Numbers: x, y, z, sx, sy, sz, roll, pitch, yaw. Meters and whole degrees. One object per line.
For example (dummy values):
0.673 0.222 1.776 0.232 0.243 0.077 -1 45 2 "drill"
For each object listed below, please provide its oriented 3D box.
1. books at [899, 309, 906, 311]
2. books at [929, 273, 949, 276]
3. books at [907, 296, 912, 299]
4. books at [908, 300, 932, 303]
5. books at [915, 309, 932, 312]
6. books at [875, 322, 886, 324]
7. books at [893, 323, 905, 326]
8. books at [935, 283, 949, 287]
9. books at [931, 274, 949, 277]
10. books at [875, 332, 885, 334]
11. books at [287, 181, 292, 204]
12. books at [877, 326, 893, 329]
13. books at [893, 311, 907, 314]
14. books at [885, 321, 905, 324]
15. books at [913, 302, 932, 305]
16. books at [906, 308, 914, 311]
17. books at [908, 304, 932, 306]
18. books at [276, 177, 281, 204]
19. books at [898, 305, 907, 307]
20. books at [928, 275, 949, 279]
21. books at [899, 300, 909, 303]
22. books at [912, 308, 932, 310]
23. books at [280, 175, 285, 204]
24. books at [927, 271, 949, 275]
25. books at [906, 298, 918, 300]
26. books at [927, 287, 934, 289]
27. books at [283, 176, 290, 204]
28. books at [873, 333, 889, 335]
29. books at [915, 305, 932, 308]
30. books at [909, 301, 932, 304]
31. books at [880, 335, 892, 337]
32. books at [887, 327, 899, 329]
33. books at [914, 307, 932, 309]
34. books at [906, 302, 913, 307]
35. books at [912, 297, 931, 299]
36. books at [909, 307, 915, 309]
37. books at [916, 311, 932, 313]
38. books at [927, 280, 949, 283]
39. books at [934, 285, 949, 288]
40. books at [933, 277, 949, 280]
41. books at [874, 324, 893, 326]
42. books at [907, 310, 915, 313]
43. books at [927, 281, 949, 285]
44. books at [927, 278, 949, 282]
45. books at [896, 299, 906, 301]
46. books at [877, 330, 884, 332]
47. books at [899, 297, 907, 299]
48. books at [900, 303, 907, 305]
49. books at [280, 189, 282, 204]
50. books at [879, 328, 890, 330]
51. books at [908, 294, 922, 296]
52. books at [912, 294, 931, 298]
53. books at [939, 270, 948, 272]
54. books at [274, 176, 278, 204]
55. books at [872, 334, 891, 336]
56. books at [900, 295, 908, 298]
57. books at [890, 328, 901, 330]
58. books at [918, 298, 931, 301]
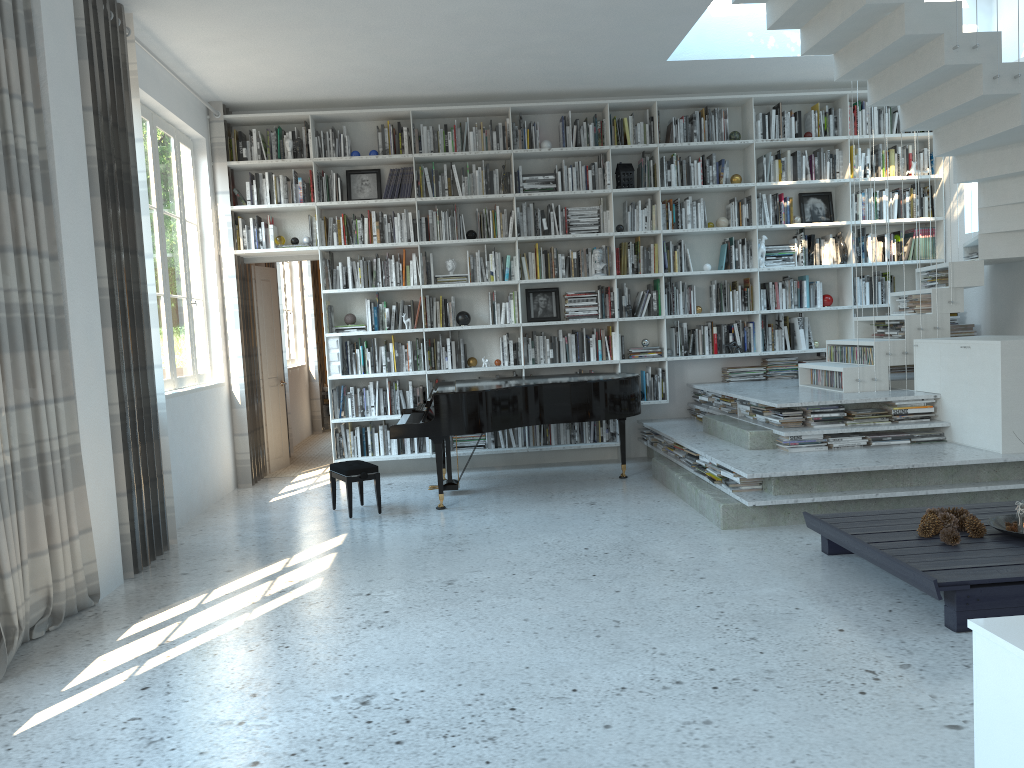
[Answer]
3.200 -0.589 7.017 0.136 0.017 0.288 -3 4 -5 "books"
3.281 -0.830 6.694 0.174 0.009 0.239 -3 4 6 "books"
3.124 -0.664 6.736 0.166 0.017 0.190 -3 4 -1 "books"
3.064 -0.608 6.482 0.295 0.007 0.146 -1 4 31 "books"
3.075 -0.542 6.502 0.215 0.013 0.189 -1 4 29 "books"
3.001 -0.486 7.030 0.160 0.012 0.194 -3 4 -6 "books"
3.028 -0.461 6.809 0.133 0.017 0.178 -3 4 1 "books"
3.303 -0.751 6.697 0.130 0.014 0.249 -2 4 10 "books"
3.292 -0.820 6.693 0.144 0.011 0.256 -3 4 4 "books"
2.996 -0.411 7.035 0.159 0.012 0.225 -3 4 5 "books"
-1.905 -1.632 7.652 0.028 0.212 0.138 -3 4 -3 "books"
3.007 -0.454 7.032 0.140 0.022 0.181 -4 4 -10 "books"
3.177 -0.570 7.017 0.190 0.018 0.287 -3 4 -4 "books"
3.002 -0.475 6.806 0.177 0.014 0.193 -4 4 -9 "books"
3.072 -0.593 6.497 0.231 0.011 0.171 -1 4 33 "books"
3.129 -0.572 6.742 0.200 0.014 0.177 -3 4 1 "books"
3.065 -0.583 6.484 0.295 0.006 0.146 -1 4 31 "books"
-1.996 -1.642 7.629 0.021 0.244 0.173 -3 4 -3 "books"
3.196 -0.624 7.014 0.145 0.012 0.296 -3 4 -4 "books"
3.278 -0.811 6.695 0.176 0.007 0.254 -3 4 5 "books"
3.191 -0.656 7.011 0.149 0.017 0.239 -3 4 -5 "books"
3.080 -0.553 6.510 0.254 0.007 0.188 -1 4 24 "books"
-1.962 -1.652 7.629 0.025 0.261 0.166 -3 4 -3 "books"
3.272 -0.840 6.694 0.191 0.013 0.243 -3 4 8 "books"
3.125 -0.649 6.735 0.218 0.012 0.156 -2 4 13 "books"
3.377 -0.759 6.984 0.146 0.014 0.211 -2 4 12 "books"
-1.934 -1.649 7.630 0.030 0.251 0.165 -3 4 -3 "books"
2.999 -0.401 7.036 0.158 0.009 0.216 -4 4 -10 "books"
3.066 -0.573 6.485 0.214 0.015 0.138 -1 4 24 "books"
3.064 -0.601 6.483 0.295 0.007 0.146 -1 4 27 "books"
3.026 -0.385 7.039 0.130 0.014 0.188 -3 4 -3 "books"
3.003 -0.437 6.809 0.189 0.012 0.155 -3 4 0 "books"
3.073 -0.561 6.498 0.222 0.011 0.180 -1 4 28 "books"
3.127 -0.613 6.726 0.178 0.036 0.221 -3 4 1 "books"
3.064 -0.630 6.483 0.254 0.005 0.160 -1 4 29 "books"
3.128 -0.586 6.756 0.139 0.013 0.155 -3 4 -1 "books"
3.079 -0.530 6.507 0.206 0.012 0.183 -1 4 24 "books"
3.271 -0.777 6.699 0.191 0.014 0.243 -2 4 10 "books"
3.303 -0.738 6.699 0.136 0.013 0.258 -3 4 9 "books"
3.289 -0.801 6.695 0.154 0.014 0.196 -2 4 10 "books"
3.000 -0.469 7.031 0.159 0.009 0.207 -4 4 -7 "books"
3.129 -0.559 6.772 0.184 0.016 0.128 -3 4 4 "books"
3.273 -0.763 6.700 0.182 0.013 0.287 -2 4 11 "books"
3.279 -0.789 6.697 0.187 0.009 0.260 -3 4 7 "books"
3.174 -0.669 7.009 0.173 0.011 0.203 -4 4 -8 "books"
3.009 -0.426 7.035 0.145 0.015 0.165 -4 4 -9 "books"
3.183 -0.682 7.009 0.157 0.014 0.180 -4 4 -7 "books"
3.197 -0.639 7.013 0.143 0.019 0.230 -3 4 -4 "books"
-1.981 -1.638 7.660 0.011 0.231 0.135 -3 4 -3 "books"
3.016 -0.439 7.034 0.132 0.010 0.198 -3 4 1 "books"
3.123 -0.677 6.740 0.155 0.009 0.154 -3 4 -3 "books"
3.067 -0.646 6.489 0.234 0.025 0.157 -1 4 34 "books"
3.299 -0.851 6.690 0.134 0.007 0.297 -3 4 6 "books"
-2.012 -1.643 7.628 0.012 0.249 0.191 -3 4 -3 "books"
2.992 -0.393 7.036 0.189 0.007 0.195 -3 4 -6 "books"
3.186 -0.697 7.008 0.157 0.014 0.180 -3 4 -5 "books"
3.018 -0.425 6.811 0.149 0.013 0.219 -3 4 2 "books"
3.072 -0.621 6.497 0.184 0.016 0.179 -1 4 25 "books"
